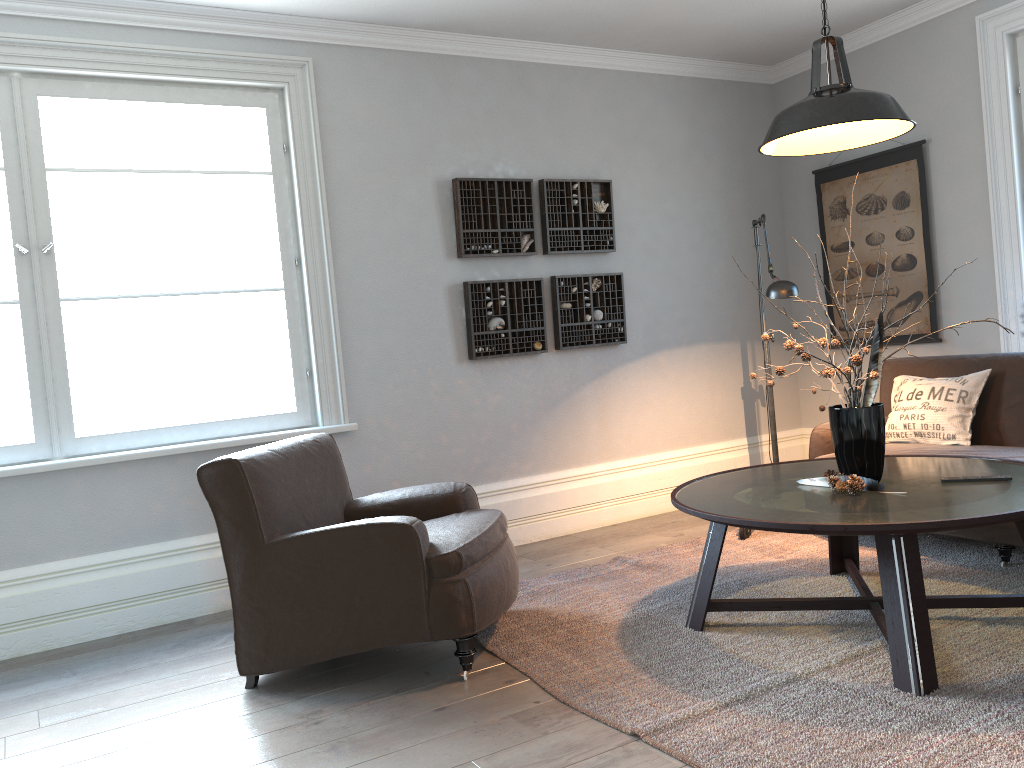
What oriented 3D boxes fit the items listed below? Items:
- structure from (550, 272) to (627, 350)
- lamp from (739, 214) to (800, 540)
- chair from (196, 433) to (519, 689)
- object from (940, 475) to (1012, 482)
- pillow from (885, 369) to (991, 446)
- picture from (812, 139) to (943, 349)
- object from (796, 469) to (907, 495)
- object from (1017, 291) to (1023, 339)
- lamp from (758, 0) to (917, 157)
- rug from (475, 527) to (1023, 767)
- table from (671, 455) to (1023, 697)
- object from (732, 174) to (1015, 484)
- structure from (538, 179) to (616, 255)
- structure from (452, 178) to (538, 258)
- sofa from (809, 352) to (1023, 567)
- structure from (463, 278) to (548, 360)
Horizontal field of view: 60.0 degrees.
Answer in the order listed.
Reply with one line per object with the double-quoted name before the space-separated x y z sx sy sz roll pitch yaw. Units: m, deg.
"structure" 0.446 -0.420 5.072 0.468 0.416 0.086 -7 2 -30
"lamp" 1.528 -0.088 4.940 0.797 1.644 1.864 -5 2 8
"chair" -0.487 0.586 3.275 0.970 0.795 0.807 -5 2 11
"object" 1.525 0.311 2.916 0.207 0.011 0.051 -5 2 20
"pillow" 2.021 0.125 4.268 0.240 0.368 0.519 -7 2 -30
"picture" 2.160 -0.881 5.305 0.057 1.313 0.793 -6 2 -30
"object" 1.127 0.324 2.977 0.153 0.067 0.404 -6 2 -12
"object" 2.648 -0.351 4.443 0.247 0.423 0.263 -5 2 6
"lamp" 1.039 -1.361 2.978 0.504 1.075 0.504 -5 2 18
"rug" 1.288 0.780 3.043 2.401 0.090 2.818 -7 2 -29
"table" 1.224 0.590 3.044 1.300 0.503 1.299 -7 3 -37
"object" 1.146 -0.182 2.896 0.853 1.066 0.525 -4 2 31
"structure" 0.382 -0.952 5.037 0.468 0.416 0.105 -7 2 -30
"structure" -0.093 -0.896 4.793 0.468 0.416 0.099 -7 2 -30
"sofa" 2.274 0.294 3.640 0.969 0.824 2.165 -7 2 -30
"structure" -0.028 -0.357 4.801 0.468 0.416 0.086 -7 2 -30
